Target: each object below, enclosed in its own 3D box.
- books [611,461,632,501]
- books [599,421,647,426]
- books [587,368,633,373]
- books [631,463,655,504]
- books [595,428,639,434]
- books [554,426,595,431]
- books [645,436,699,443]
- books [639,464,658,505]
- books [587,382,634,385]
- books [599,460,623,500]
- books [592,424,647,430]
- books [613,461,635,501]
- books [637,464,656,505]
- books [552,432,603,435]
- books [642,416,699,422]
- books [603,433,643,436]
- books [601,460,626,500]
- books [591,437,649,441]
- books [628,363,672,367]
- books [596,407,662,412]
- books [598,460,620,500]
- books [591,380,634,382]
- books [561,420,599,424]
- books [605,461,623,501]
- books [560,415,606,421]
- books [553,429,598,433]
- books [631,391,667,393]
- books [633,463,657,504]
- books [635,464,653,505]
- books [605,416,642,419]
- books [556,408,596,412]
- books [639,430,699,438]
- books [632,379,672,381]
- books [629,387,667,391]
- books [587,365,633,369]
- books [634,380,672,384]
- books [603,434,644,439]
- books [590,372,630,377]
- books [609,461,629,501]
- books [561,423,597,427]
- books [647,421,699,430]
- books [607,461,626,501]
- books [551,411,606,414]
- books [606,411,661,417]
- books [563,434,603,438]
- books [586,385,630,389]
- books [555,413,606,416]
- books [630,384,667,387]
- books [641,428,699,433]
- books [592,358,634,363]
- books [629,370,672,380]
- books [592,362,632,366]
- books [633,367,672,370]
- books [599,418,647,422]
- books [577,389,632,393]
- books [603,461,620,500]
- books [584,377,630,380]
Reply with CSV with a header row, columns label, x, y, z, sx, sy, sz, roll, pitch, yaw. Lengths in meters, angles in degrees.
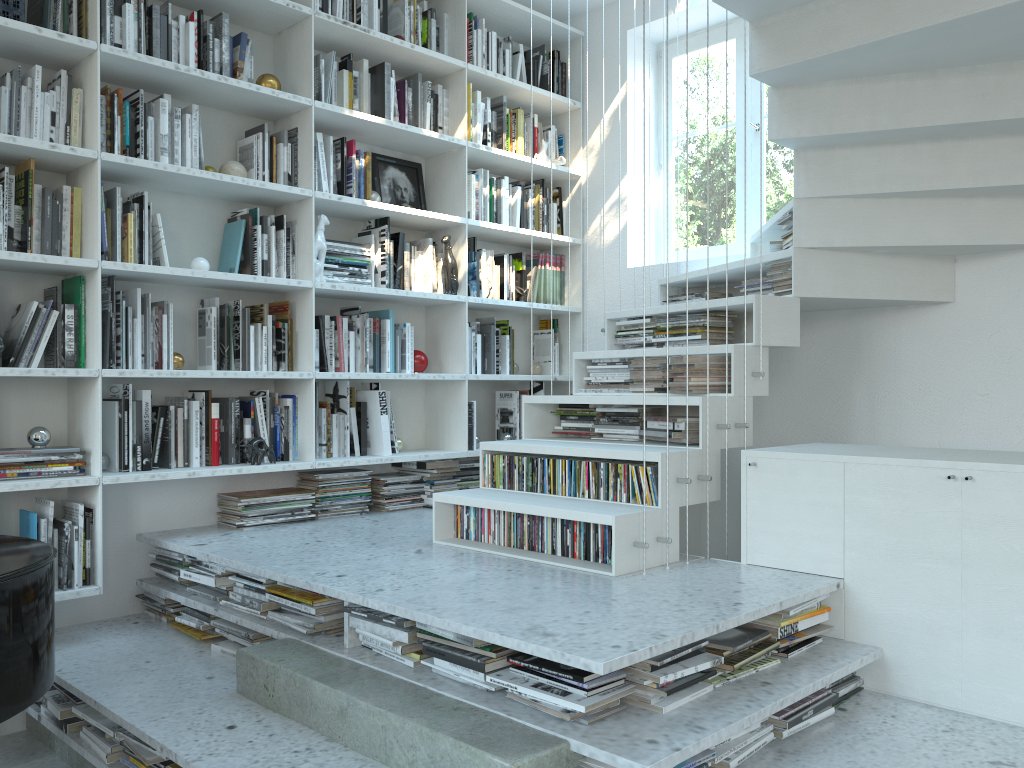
label,x,y,z,sx,sy,sz,roll,pitch,yaw
books,0.373,0.324,2.968,0.008,0.125,0.125,0,0,45
books,0.464,0.151,3.440,0.149,0.013,0.219,0,0,-40
books,0.457,-0.057,3.723,0.239,0.017,0.149,0,0,43
books,0.440,0.325,2.901,0.034,0.123,0.125,0,0,45
books,0.456,0.179,3.432,0.207,0.016,0.175,0,0,40
books,0.299,0.178,3.591,0.159,0.012,0.225,0,0,-37
books,0.605,0.195,3.184,0.136,0.017,0.288,0,0,-22
books,0.463,0.325,2.878,0.034,0.123,0.125,0,0,45
books,0.460,-0.002,3.726,0.254,0.010,0.138,0,0,42
books,0.338,0.324,3.002,0.008,0.125,0.125,0,0,45
books,0.455,0.164,3.431,0.225,0.014,0.184,0,0,42
books,0.378,0.324,2.963,0.008,0.125,0.125,0,0,45
books,0.458,0.325,2.883,0.034,0.123,0.125,0,0,45
books,0.296,0.196,3.588,0.195,0.007,0.189,0,0,42
books,0.597,0.125,3.180,0.168,0.014,0.212,0,0,-25
books,0.467,0.191,3.443,0.147,0.008,0.188,0,0,-41
books,0.343,0.324,2.997,0.008,0.125,0.125,0,0,45
books,0.451,0.210,3.427,0.223,0.004,0.191,0,0,41
books,0.592,-0.072,3.473,0.218,0.012,0.156,0,0,-29
books,0.455,0.099,3.431,0.194,0.014,0.177,0,0,40
books,0.333,0.324,3.008,0.007,0.125,0.125,0,0,45
books,0.453,-0.012,3.720,0.160,0.010,0.179,0,0,-42
books,0.314,0.152,3.606,0.132,0.010,0.198,0,0,-41
books,0.356,0.324,2.984,0.009,0.125,0.125,0,0,45
books,0.309,0.136,3.600,0.181,0.022,0.140,0,0,38
books,0.301,0.189,3.593,0.216,0.009,0.158,0,0,38
books,0.575,0.033,3.493,0.162,0.007,0.132,0,0,-36
books,0.446,0.325,2.895,0.035,0.123,0.125,0,0,45
books,0.452,0.325,2.889,0.036,0.123,0.125,0,0,45
books,0.477,0.128,3.452,0.185,0.008,0.129,0,0,44
books,0.305,0.104,3.597,0.195,0.012,0.161,0,0,42
books,0.586,0.177,3.175,0.172,0.019,0.240,0,0,-20
books,0.597,-0.016,3.467,0.181,0.005,0.188,0,0,45
books,0.572,0.021,3.496,0.184,0.016,0.128,0,0,-38
books,0.446,-0.070,3.712,0.203,0.011,0.173,0,0,40
books,0.581,-0.007,3.486,0.139,0.013,0.155,0,0,-43
books,0.468,0.201,3.444,0.137,0.013,0.199,0,0,-39
books,0.461,-0.039,3.727,0.230,0.019,0.143,0,0,44
books,0.368,0.324,2.973,0.007,0.125,0.125,0,0,45
books,0.309,0.165,3.601,0.166,0.015,0.145,0,0,40
books,0.608,0.146,3.185,0.141,0.028,0.222,0,0,-26
books,0.362,0.324,2.978,0.007,0.125,0.125,0,0,45
books,0.291,0.113,3.583,0.188,0.006,0.198,0,0,41
books,0.472,0.115,3.448,0.133,0.017,0.178,0,0,-41
books,0.320,0.207,3.612,0.188,0.014,0.130,0,0,45
books,0.462,0.012,3.728,0.288,0.017,0.136,0,0,43
books,0.304,0.121,3.596,0.208,0.009,0.159,0,0,41
books,0.591,0.006,3.474,0.200,0.014,0.177,0,0,-41
books,0.601,0.164,3.182,0.161,0.007,0.254,0,0,-25
books,0.455,-0.097,3.721,0.180,0.014,0.157,0,0,43
books,0.600,-0.036,3.464,0.178,0.036,0.222,0,0,-40
books,0.453,-0.083,3.719,0.180,0.014,0.157,0,0,41
books,0.578,-0.059,3.488,0.159,0.012,0.129,0,0,-30
books,0.454,0.138,3.430,0.189,0.012,0.155,0,0,-42
books,0.444,0.029,3.711,0.287,0.018,0.190,0,0,44
books,0.350,0.324,2.991,0.010,0.125,0.125,0,0,45
books,0.460,-0.023,3.726,0.297,0.012,0.145,0,0,44
